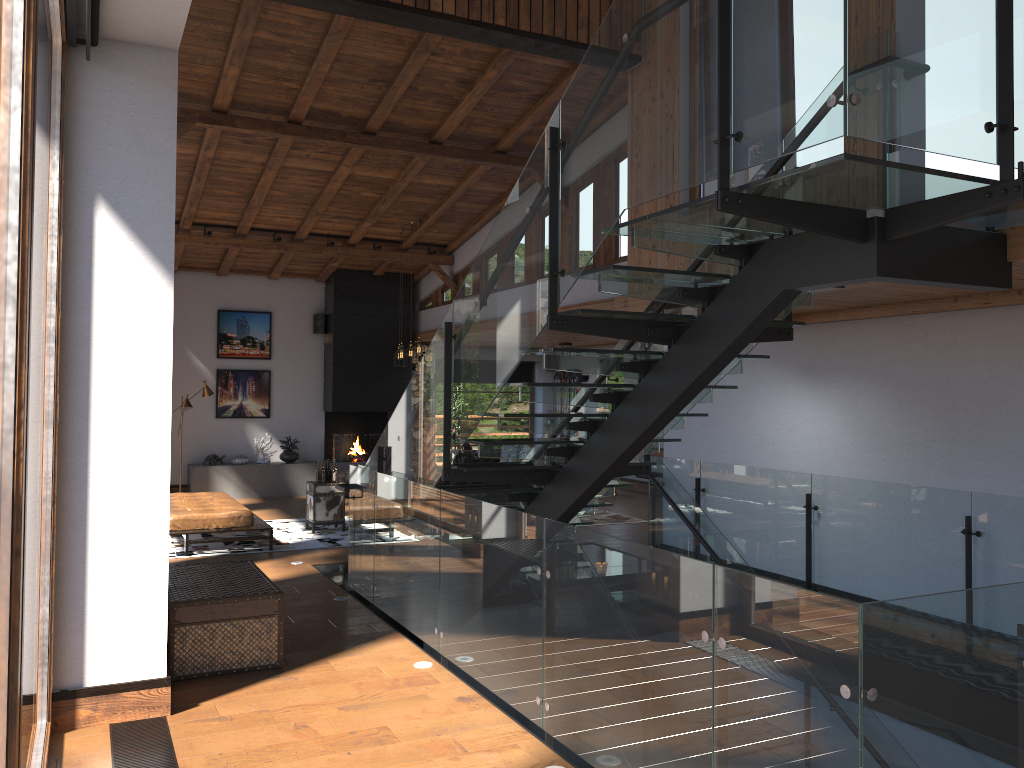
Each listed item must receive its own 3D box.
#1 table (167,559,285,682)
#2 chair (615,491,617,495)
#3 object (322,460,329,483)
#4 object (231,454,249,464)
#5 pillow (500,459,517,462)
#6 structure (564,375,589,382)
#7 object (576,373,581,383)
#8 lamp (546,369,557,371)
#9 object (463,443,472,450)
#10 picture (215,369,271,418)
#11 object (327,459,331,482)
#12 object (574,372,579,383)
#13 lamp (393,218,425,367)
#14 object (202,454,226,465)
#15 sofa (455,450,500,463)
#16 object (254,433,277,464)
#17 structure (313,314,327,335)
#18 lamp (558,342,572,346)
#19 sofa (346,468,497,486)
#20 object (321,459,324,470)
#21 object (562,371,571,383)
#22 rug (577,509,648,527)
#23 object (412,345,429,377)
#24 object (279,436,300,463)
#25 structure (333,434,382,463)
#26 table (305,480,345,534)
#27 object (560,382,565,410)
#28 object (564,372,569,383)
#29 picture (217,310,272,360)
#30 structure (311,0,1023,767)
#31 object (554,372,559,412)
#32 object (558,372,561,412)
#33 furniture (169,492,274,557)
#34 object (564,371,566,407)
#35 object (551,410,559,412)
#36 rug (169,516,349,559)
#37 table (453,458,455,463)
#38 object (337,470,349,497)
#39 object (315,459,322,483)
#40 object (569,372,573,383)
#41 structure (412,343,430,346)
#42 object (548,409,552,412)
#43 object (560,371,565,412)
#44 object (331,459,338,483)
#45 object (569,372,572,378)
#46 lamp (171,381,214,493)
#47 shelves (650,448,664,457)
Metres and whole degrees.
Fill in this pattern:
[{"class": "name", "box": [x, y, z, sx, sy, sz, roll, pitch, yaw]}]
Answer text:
[{"class": "table", "box": [-1.983, 1.527, 5.909, 0.691, 0.470, 1.242, 1, -1, -26]}, {"class": "chair", "box": [1.602, 1.572, 15.429, 0.445, 0.717, 0.437, 1, -1, -22]}, {"class": "object", "box": [-2.298, 1.077, 10.937, 0.087, 0.286, 0.088, 0, -2, 14]}, {"class": "object", "box": [-4.492, 1.244, 14.628, 0.283, 0.161, 0.256, 1, -1, -24]}, {"class": "pillow", "box": [-0.044, 1.159, 14.471, 0.286, 0.469, 0.523, 1, -1, -23]}, {"class": "structure", "box": [1.176, -0.105, 17.963, 0.322, 0.135, 1.040, 1, -1, -26]}, {"class": "object", "box": [1.338, 0.522, 17.607, 0.116, 1.607, 0.094, 1, -2, -26]}, {"class": "lamp", "box": [0.848, -0.447, 18.737, 0.215, 0.349, 0.211, 1, -1, -26]}, {"class": "object", "box": [-0.764, 1.134, 15.282, 0.148, 0.319, 0.249, 0, -1, 15]}, {"class": "picture", "box": [-4.517, 0.170, 14.916, 0.888, 0.816, 0.035, 1, -2, -26]}, {"class": "object", "box": [-2.284, 1.078, 11.035, 0.086, 0.286, 0.088, -1, -2, 42]}, {"class": "object", "box": [1.282, 0.367, 17.606, 0.120, 1.250, 0.059, 0, -2, 26]}, {"class": "lamp", "box": [-1.564, -1.363, 13.245, 0.264, 2.202, 0.793, 2, -2, -35]}, {"class": "object", "box": [-4.841, 1.227, 14.432, 0.403, 0.183, 0.228, 0, -1, 17]}, {"class": "sofa", "box": [0.116, 1.465, 14.009, 1.251, 0.838, 2.540, 1, -1, -26]}, {"class": "object", "box": [-4.123, 1.069, 14.717, 0.422, 0.532, 0.262, 0, -2, 33]}, {"class": "structure", "box": [-3.347, -1.042, 15.441, 0.215, 0.349, 0.211, 1, -1, -26]}, {"class": "lamp", "box": [0.988, -0.743, 16.461, 0.157, 0.068, 0.258, 1, -1, -26]}, {"class": "sofa", "box": [-0.710, 1.422, 11.234, 2.591, 0.838, 1.227, 1, -1, -27]}, {"class": "object", "box": [-2.369, 1.078, 11.083, 0.088, 0.286, 0.087, 1, -2, -16]}, {"class": "object", "box": [1.097, 0.509, 18.001, 0.257, 1.622, 0.103, 1, -2, -30]}, {"class": "rug", "box": [-0.081, 1.847, 13.312, 2.454, 0.053, 4.005, 1, -1, -25]}, {"class": "object", "box": [-1.698, 0.596, 16.039, 0.498, 2.613, 0.462, 1, -2, -26]}, {"class": "object", "box": [-3.758, 1.102, 14.970, 0.342, 0.455, 0.333, 1, -1, -1]}, {"class": "structure", "box": [-2.605, 1.124, 15.420, 0.992, 0.514, 0.181, 1, -2, -27]}, {"class": "table", "box": [-2.316, 1.521, 11.003, 0.409, 0.609, 0.413, 1, -1, -26]}, {"class": "object", "box": [1.019, 0.543, 18.295, 0.116, 1.607, 0.094, 1, -2, -26]}, {"class": "object", "box": [1.097, 0.368, 17.811, 0.120, 1.250, 0.059, 0, -2, 21]}, {"class": "picture", "box": [-4.509, -0.825, 14.943, 0.888, 0.816, 0.035, 1, -2, -26]}, {"class": "structure", "box": [-0.749, 1.354, 3.648, 9.298, 6.400, 10.918, 1, -1, -26]}, {"class": "object", "box": [0.910, 0.371, 18.180, 0.122, 1.250, 0.058, 2, -2, -44]}, {"class": "object", "box": [0.961, 0.372, 18.245, 0.060, 1.250, 0.119, 2, -2, -44]}, {"class": "furniture", "box": [-3.689, 1.589, 10.520, 1.187, 0.437, 2.732, 1, -1, -26]}, {"class": "object", "box": [1.061, 0.371, 18.036, 0.060, 1.250, 0.119, 2, -2, -44]}, {"class": "object", "box": [0.908, 0.576, 18.571, 0.191, 0.084, 0.158, 1, -1, -27]}, {"class": "rug", "box": [-2.435, 1.796, 10.919, 3.844, 0.053, 2.408, 1, -1, -26]}, {"class": "table", "box": [-0.769, 1.590, 15.295, 0.409, 0.609, 0.413, 1, -1, -26]}, {"class": "object", "box": [-2.829, 1.664, 14.782, 0.384, 0.431, 0.384, 0, -1, 0]}, {"class": "object", "box": [-2.385, 1.076, 10.967, 0.088, 0.286, 0.087, 1, -2, -14]}, {"class": "object", "box": [1.176, 0.366, 17.615, 0.120, 1.250, 0.059, 0, -2, 31]}, {"class": "structure", "box": [-1.688, 0.589, 16.034, 0.506, 2.618, 0.507, 1, -2, -26]}, {"class": "object", "box": [0.832, 0.577, 18.731, 0.161, 0.084, 0.187, 1, -1, -27]}, {"class": "object", "box": [1.050, 0.528, 18.204, 0.116, 1.607, 0.094, 1, -2, -26]}, {"class": "object", "box": [-2.203, 1.078, 10.980, 0.086, 0.286, 0.089, -1, -2, 41]}, {"class": "object", "box": [1.162, 0.369, 17.827, 0.060, 1.250, 0.119, 2, -2, -44]}, {"class": "lamp", "box": [-4.945, 0.889, 13.419, 0.528, 1.899, 1.319, 1, -1, -5]}, {"class": "shelves", "box": [2.195, 1.084, 15.818, 0.618, 0.989, 6.579, 1, -1, -25]}]
